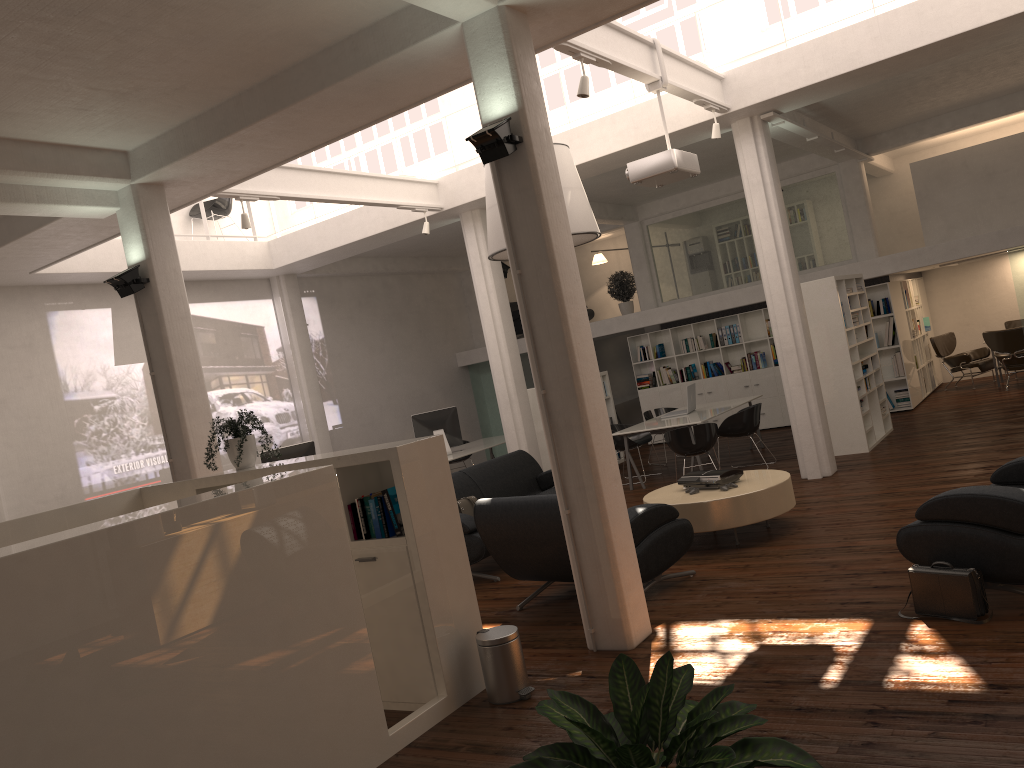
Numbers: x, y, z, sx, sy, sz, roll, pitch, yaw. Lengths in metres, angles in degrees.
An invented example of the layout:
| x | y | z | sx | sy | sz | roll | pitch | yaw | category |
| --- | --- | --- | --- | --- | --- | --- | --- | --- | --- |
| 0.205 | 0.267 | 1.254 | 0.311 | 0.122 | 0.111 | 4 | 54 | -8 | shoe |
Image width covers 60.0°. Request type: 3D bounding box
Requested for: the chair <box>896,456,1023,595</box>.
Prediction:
| x | y | z | sx | sy | sz | roll | pitch | yaw | category |
| --- | --- | --- | --- | --- | --- | --- | --- | --- | --- |
| 3.816 | 0.868 | 6.408 | 1.454 | 1.130 | 1.481 | -12 | 1 | -35 | chair |

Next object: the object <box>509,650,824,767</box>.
| x | y | z | sx | sy | sz | roll | pitch | yaw | category |
| --- | --- | --- | --- | --- | --- | --- | --- | --- | --- |
| 0.523 | 1.679 | 3.787 | 1.327 | 0.936 | 1.240 | -12 | 1 | -17 | object |

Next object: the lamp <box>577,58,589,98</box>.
| x | y | z | sx | sy | sz | roll | pitch | yaw | category |
| --- | --- | --- | --- | --- | --- | --- | --- | --- | --- |
| 0.633 | -2.815 | 8.169 | 0.136 | 0.357 | 0.117 | -11 | 1 | 27 | lamp |

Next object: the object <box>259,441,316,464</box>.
| x | y | z | sx | sy | sz | roll | pitch | yaw | category |
| --- | --- | --- | --- | --- | --- | --- | --- | --- | --- |
| -3.377 | 1.393 | 13.638 | 0.886 | 0.888 | 0.347 | -12 | 1 | -37 | object |

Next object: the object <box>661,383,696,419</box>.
| x | y | z | sx | sy | sz | roll | pitch | yaw | category |
| --- | --- | --- | --- | --- | --- | --- | --- | --- | --- |
| 2.911 | 0.289 | 15.508 | 0.557 | 0.470 | 0.702 | -11 | 1 | 23 | object |

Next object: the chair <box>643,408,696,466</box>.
| x | y | z | sx | sy | sz | roll | pitch | yaw | category |
| --- | --- | --- | --- | --- | --- | --- | --- | --- | --- |
| 2.935 | 0.961 | 16.742 | 0.795 | 1.004 | 0.757 | -12 | 1 | -22 | chair |

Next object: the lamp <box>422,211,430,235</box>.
| x | y | z | sx | sy | sz | roll | pitch | yaw | category |
| --- | --- | --- | --- | --- | --- | --- | --- | --- | --- |
| -1.360 | -2.490 | 13.748 | 0.136 | 0.357 | 0.117 | -11 | 1 | 27 | lamp |

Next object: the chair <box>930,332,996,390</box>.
| x | y | z | sx | sy | sz | roll | pitch | yaw | category |
| --- | --- | --- | --- | --- | --- | --- | --- | --- | --- |
| 9.592 | -0.527 | 18.843 | 0.994 | 1.183 | 0.991 | -12 | 1 | -36 | chair |

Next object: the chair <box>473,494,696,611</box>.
| x | y | z | sx | sy | sz | roll | pitch | yaw | category |
| --- | --- | --- | --- | --- | --- | --- | --- | --- | --- |
| 0.714 | 1.471 | 8.454 | 1.454 | 1.130 | 1.481 | -11 | 1 | 45 | chair |

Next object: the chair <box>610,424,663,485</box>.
| x | y | z | sx | sy | sz | roll | pitch | yaw | category |
| --- | --- | --- | --- | --- | --- | --- | --- | --- | --- |
| 2.023 | 1.169 | 15.258 | 0.757 | 1.004 | 0.795 | -11 | 1 | 33 | chair |

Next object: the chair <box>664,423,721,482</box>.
| x | y | z | sx | sy | sz | roll | pitch | yaw | category |
| --- | --- | --- | --- | --- | --- | --- | --- | --- | --- |
| 2.688 | 1.067 | 12.936 | 0.795 | 1.004 | 0.757 | -11 | 1 | 8 | chair |

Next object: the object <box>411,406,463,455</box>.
| x | y | z | sx | sy | sz | roll | pitch | yaw | category |
| --- | --- | --- | --- | --- | --- | --- | --- | --- | --- |
| -1.411 | 0.944 | 16.944 | 0.886 | 0.888 | 0.347 | -12 | 1 | -12 | object |

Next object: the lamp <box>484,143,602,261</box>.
| x | y | z | sx | sy | sz | roll | pitch | yaw | category |
| --- | --- | --- | --- | --- | --- | --- | --- | --- | --- |
| -0.036 | -3.730 | 10.583 | 1.386 | 4.284 | 1.386 | -12 | 1 | -42 | lamp |

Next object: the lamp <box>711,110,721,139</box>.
| x | y | z | sx | sy | sz | roll | pitch | yaw | category |
| --- | --- | --- | --- | --- | --- | --- | --- | --- | --- |
| 2.542 | -3.248 | 11.127 | 0.136 | 0.357 | 0.117 | -11 | 1 | 40 | lamp |

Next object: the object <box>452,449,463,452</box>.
| x | y | z | sx | sy | sz | roll | pitch | yaw | category |
| --- | --- | --- | --- | --- | --- | --- | --- | --- | --- |
| -1.361 | 1.363 | 17.359 | 0.804 | 0.032 | 0.217 | -12 | 1 | -12 | object |

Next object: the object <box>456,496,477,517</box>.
| x | y | z | sx | sy | sz | roll | pitch | yaw | category |
| --- | --- | --- | --- | --- | --- | --- | --- | --- | --- |
| -0.533 | 1.565 | 10.995 | 0.586 | 0.352 | 0.331 | -12 | 1 | -41 | object |

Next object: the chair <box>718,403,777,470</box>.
| x | y | z | sx | sy | sz | roll | pitch | yaw | category |
| --- | --- | --- | --- | --- | --- | --- | --- | --- | --- |
| 3.638 | 0.858 | 13.963 | 0.757 | 1.004 | 0.795 | -11 | 1 | 28 | chair |

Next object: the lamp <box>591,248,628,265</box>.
| x | y | z | sx | sy | sz | roll | pitch | yaw | category |
| --- | --- | --- | --- | --- | --- | --- | --- | --- | --- |
| 3.124 | -3.523 | 23.103 | 2.635 | 0.513 | 0.447 | -11 | 1 | 43 | lamp |

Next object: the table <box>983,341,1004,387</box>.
| x | y | z | sx | sy | sz | roll | pitch | yaw | category |
| --- | --- | --- | --- | --- | --- | --- | --- | --- | --- |
| 11.375 | -0.736 | 17.082 | 3.900 | 0.947 | 1.040 | -11 | 1 | 33 | table |

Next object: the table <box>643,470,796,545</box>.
| x | y | z | sx | sy | sz | roll | pitch | yaw | category |
| --- | --- | --- | --- | --- | --- | --- | --- | --- | --- |
| 2.311 | 1.411 | 9.844 | 1.616 | 0.570 | 1.616 | -11 | 1 | 27 | table |

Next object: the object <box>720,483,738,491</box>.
| x | y | z | sx | sy | sz | roll | pitch | yaw | category |
| --- | --- | --- | --- | --- | --- | --- | --- | --- | --- |
| 2.275 | 1.080 | 9.520 | 0.193 | 0.099 | 0.231 | -12 | 1 | -33 | object |

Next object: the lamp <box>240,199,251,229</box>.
| x | y | z | sx | sy | sz | roll | pitch | yaw | category |
| --- | --- | --- | --- | --- | --- | --- | --- | --- | --- |
| -3.261 | -2.059 | 10.800 | 0.136 | 0.357 | 0.117 | -11 | 1 | 40 | lamp |

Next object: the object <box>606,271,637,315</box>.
| x | y | z | sx | sy | sz | roll | pitch | yaw | category |
| --- | --- | --- | --- | --- | --- | --- | --- | --- | --- |
| 2.676 | -2.158 | 21.146 | 0.793 | 1.127 | 0.770 | -11 | 1 | 32 | object |

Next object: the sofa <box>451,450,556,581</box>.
| x | y | z | sx | sy | sz | roll | pitch | yaw | category |
| --- | --- | --- | --- | --- | --- | --- | --- | --- | --- |
| -0.097 | 1.599 | 11.408 | 1.467 | 1.119 | 3.087 | -11 | 1 | 33 | sofa |

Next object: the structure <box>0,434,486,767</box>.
| x | y | z | sx | sy | sz | roll | pitch | yaw | category |
| --- | --- | --- | --- | --- | --- | --- | --- | --- | --- |
| -2.885 | 1.848 | 5.553 | 3.131 | 1.914 | 4.752 | -11 | 1 | 33 | structure |

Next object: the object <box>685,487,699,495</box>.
| x | y | z | sx | sy | sz | roll | pitch | yaw | category |
| --- | --- | --- | --- | --- | --- | --- | --- | --- | --- |
| 1.968 | 1.159 | 9.689 | 0.119 | 0.062 | 0.193 | -12 | 1 | -6 | object |

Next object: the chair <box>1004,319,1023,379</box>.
| x | y | z | sx | sy | sz | roll | pitch | yaw | category |
| --- | --- | --- | --- | --- | --- | --- | --- | --- | --- |
| 10.980 | -0.807 | 18.604 | 0.994 | 1.183 | 0.991 | -11 | 1 | 29 | chair |

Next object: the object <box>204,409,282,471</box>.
| x | y | z | sx | sy | sz | roll | pitch | yaw | category |
| --- | --- | --- | --- | --- | --- | --- | --- | --- | --- |
| -2.312 | 0.467 | 7.574 | 0.646 | 0.504 | 0.709 | -12 | 1 | -26 | object |

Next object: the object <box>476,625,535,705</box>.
| x | y | z | sx | sy | sz | roll | pitch | yaw | category |
| --- | --- | --- | --- | --- | --- | --- | --- | --- | --- |
| -0.055 | 1.998 | 6.334 | 0.415 | 0.465 | 0.311 | -11 | 1 | 17 | object |

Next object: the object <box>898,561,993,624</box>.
| x | y | z | sx | sy | sz | roll | pitch | yaw | category |
| --- | --- | --- | --- | --- | --- | --- | --- | --- | --- |
| 2.996 | 1.424 | 6.175 | 0.271 | 0.376 | 0.618 | -12 | 1 | -41 | object |

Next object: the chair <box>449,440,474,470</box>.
| x | y | z | sx | sy | sz | roll | pitch | yaw | category |
| --- | --- | --- | --- | --- | --- | --- | --- | --- | --- |
| -1.204 | 1.766 | 19.427 | 0.795 | 1.004 | 0.757 | -12 | 1 | -12 | chair |

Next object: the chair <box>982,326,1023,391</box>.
| x | y | z | sx | sy | sz | roll | pitch | yaw | category |
| --- | --- | --- | --- | --- | --- | --- | --- | --- | --- |
| 9.817 | -0.547 | 17.095 | 0.991 | 1.183 | 0.994 | -12 | 1 | -41 | chair |

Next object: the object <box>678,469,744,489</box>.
| x | y | z | sx | sy | sz | roll | pitch | yaw | category |
| --- | --- | --- | --- | --- | --- | --- | --- | --- | --- |
| 2.214 | 1.053 | 9.893 | 0.471 | 0.163 | 0.558 | -12 | 1 | -37 | object |

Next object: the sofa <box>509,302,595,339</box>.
| x | y | z | sx | sy | sz | roll | pitch | yaw | category |
| --- | --- | --- | --- | --- | --- | --- | --- | --- | --- |
| 0.877 | -1.818 | 24.022 | 1.467 | 1.119 | 3.087 | -11 | 1 | 33 | sofa |
